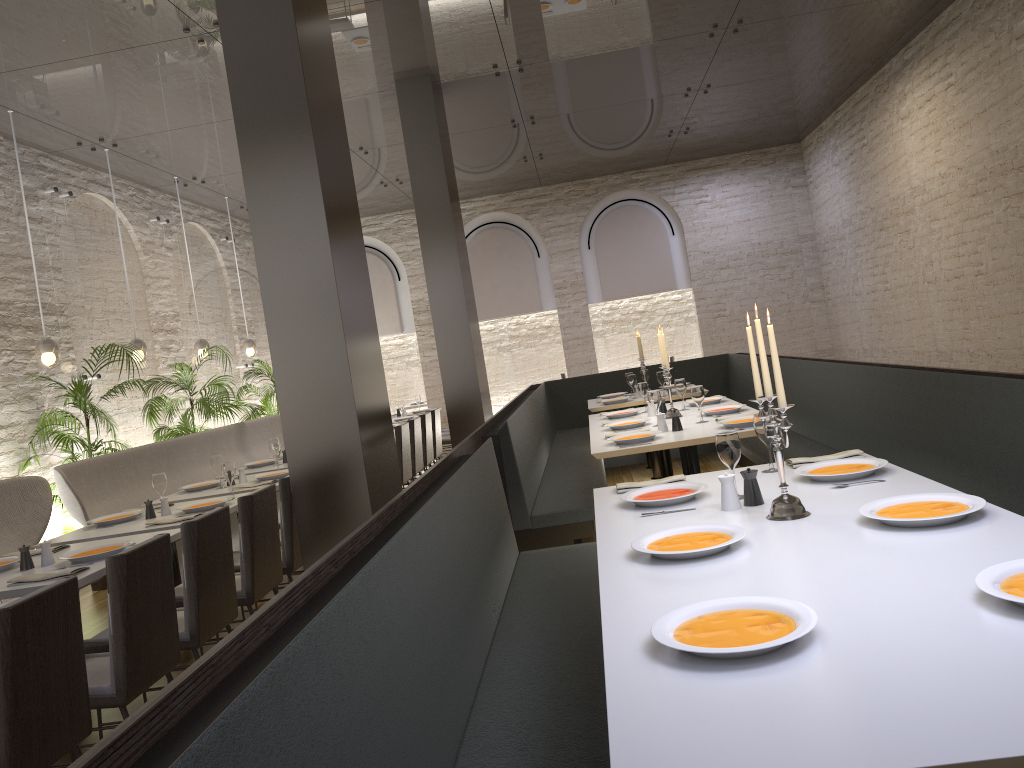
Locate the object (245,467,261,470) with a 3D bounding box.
[{"bbox_3d":[-2.140,0.696,7.311,0.185,0.010,0.017,-9,1,5],"label":"object"}]

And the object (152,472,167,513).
[{"bbox_3d":[-2.104,0.652,5.316,0.086,0.231,0.086,-9,0,-43],"label":"object"}]

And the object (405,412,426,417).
[{"bbox_3d":[-1.256,0.397,11.608,0.272,0.033,0.143,-9,2,5],"label":"object"}]

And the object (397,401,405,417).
[{"bbox_3d":[-1.381,0.328,11.108,0.086,0.231,0.086,-9,0,35],"label":"object"}]

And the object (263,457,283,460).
[{"bbox_3d":[-2.076,0.664,7.833,0.272,0.033,0.143,-9,2,5],"label":"object"}]

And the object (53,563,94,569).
[{"bbox_3d":[-1.892,0.781,3.820,0.181,0.015,0.038,-9,2,6],"label":"object"}]

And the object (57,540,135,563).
[{"bbox_3d":[-1.874,0.764,4.002,0.322,0.036,0.321,-10,2,-17],"label":"object"}]

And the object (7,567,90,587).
[{"bbox_3d":[-1.903,0.789,3.644,0.272,0.033,0.143,-9,2,5],"label":"object"}]

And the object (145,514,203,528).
[{"bbox_3d":[-1.811,0.733,4.773,0.272,0.033,0.143,-9,2,5],"label":"object"}]

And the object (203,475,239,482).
[{"bbox_3d":[-2.170,0.720,6.676,0.272,0.033,0.143,-9,2,5],"label":"object"}]

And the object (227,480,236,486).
[{"bbox_3d":[-1.988,0.660,6.249,0.059,0.109,0.059,-9,0,-4],"label":"object"}]

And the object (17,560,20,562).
[{"bbox_3d":[-2.391,0.845,4.224,0.181,0.015,0.038,-9,2,6],"label":"object"}]

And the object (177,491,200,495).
[{"bbox_3d":[-2.234,0.753,6.154,0.185,0.010,0.017,-9,1,5],"label":"object"}]

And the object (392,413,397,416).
[{"bbox_3d":[-1.709,0.442,12.352,0.272,0.033,0.143,-9,2,5],"label":"object"}]

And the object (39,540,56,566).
[{"bbox_3d":[-2.101,0.760,4.000,0.059,0.109,0.059,-9,0,-4],"label":"object"}]

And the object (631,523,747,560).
[{"bbox_3d":[0.494,0.446,2.474,0.322,0.036,0.321,-10,2,-19],"label":"object"}]

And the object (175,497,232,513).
[{"bbox_3d":[-1.782,0.708,5.131,0.321,0.036,0.322,-7,3,40],"label":"object"}]

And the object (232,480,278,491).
[{"bbox_3d":[-1.717,0.676,5.932,0.272,0.033,0.143,-9,2,5],"label":"object"}]

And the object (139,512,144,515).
[{"bbox_3d":[-2.299,0.790,5.353,0.181,0.015,0.038,-9,2,6],"label":"object"}]

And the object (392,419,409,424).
[{"bbox_3d":[-1.348,0.453,10.472,0.272,0.033,0.143,-9,2,5],"label":"object"}]

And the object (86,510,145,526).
[{"bbox_3d":[-2.311,0.790,5.177,0.321,0.036,0.322,-7,3,40],"label":"object"}]

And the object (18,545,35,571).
[{"bbox_3d":[-2.174,0.773,3.960,0.059,0.109,0.059,-9,0,-4],"label":"object"}]

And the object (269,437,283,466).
[{"bbox_3d":[-1.944,0.555,7.284,0.086,0.231,0.086,-9,0,-43],"label":"object"}]

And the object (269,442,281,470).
[{"bbox_3d":[-1.748,0.550,6.583,0.086,0.231,0.086,-9,0,11],"label":"object"}]

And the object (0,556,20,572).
[{"bbox_3d":[-2.403,0.845,4.047,0.322,0.036,0.321,-10,2,-17],"label":"object"}]

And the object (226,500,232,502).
[{"bbox_3d":[-1.770,0.711,5.308,0.185,0.010,0.017,-9,1,5],"label":"object"}]

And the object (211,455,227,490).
[{"bbox_3d":[-2.036,0.611,6.152,0.087,0.231,0.086,-9,0,-37],"label":"object"}]

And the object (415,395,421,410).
[{"bbox_3d":[-1.289,0.272,12.232,0.086,0.231,0.086,-9,0,35],"label":"object"}]

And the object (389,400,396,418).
[{"bbox_3d":[-1.577,0.333,11.800,0.086,0.231,0.086,-9,0,35],"label":"object"}]

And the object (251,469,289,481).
[{"bbox_3d":[-1.688,0.651,6.291,0.322,0.036,0.321,-9,2,-13],"label":"object"}]

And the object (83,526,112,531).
[{"bbox_3d":[-2.329,0.810,4.994,0.185,0.010,0.017,-9,1,5],"label":"object"}]

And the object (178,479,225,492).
[{"bbox_3d":[-2.217,0.733,6.337,0.322,0.036,0.321,-9,2,-13],"label":"object"}]

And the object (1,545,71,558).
[{"bbox_3d":[-2.356,0.833,4.387,0.272,0.033,0.143,-9,2,5],"label":"object"}]

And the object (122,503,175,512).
[{"bbox_3d":[-2.265,0.777,5.516,0.272,0.033,0.143,-9,2,5],"label":"object"}]

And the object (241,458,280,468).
[{"bbox_3d":[-2.123,0.676,7.494,0.322,0.036,0.321,-10,2,-17],"label":"object"}]

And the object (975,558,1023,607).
[{"bbox_3d":[1.059,0.386,1.680,0.322,0.036,0.321,-10,2,-19],"label":"object"}]

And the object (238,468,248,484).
[{"bbox_3d":[-1.915,0.647,6.289,0.059,0.109,0.059,-9,0,-4],"label":"object"}]

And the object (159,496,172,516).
[{"bbox_3d":[-2.009,0.704,5.129,0.059,0.109,0.059,-9,0,13],"label":"object"}]

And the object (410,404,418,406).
[{"bbox_3d":[-1.607,0.344,14.697,0.185,0.010,0.017,-9,1,5],"label":"object"}]

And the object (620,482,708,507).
[{"bbox_3d":[0.556,0.409,3.231,0.321,0.036,0.322,-8,2,25],"label":"object"}]

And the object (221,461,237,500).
[{"bbox_3d":[-1.713,0.588,5.388,0.086,0.231,0.086,-9,0,-43],"label":"object"}]

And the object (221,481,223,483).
[{"bbox_3d":[-2.205,0.733,6.513,0.181,0.015,0.038,-9,2,6],"label":"object"}]

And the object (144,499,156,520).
[{"bbox_3d":[-2.082,0.717,5.089,0.059,0.109,0.059,-9,0,13],"label":"object"}]

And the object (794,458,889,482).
[{"bbox_3d":[1.180,0.313,3.178,0.321,0.036,0.322,-8,2,25],"label":"object"}]

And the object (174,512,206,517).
[{"bbox_3d":[-1.800,0.726,4.949,0.181,0.015,0.038,-9,2,6],"label":"object"}]

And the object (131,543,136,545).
[{"bbox_3d":[-1.862,0.766,4.179,0.185,0.010,0.017,-9,1,5],"label":"object"}]

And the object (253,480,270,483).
[{"bbox_3d":[-1.706,0.669,6.109,0.181,0.015,0.038,-9,2,6],"label":"object"}]

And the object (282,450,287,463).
[{"bbox_3d":[-1.894,0.603,7.407,0.059,0.109,0.059,-9,0,-4],"label":"object"}]

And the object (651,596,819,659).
[{"bbox_3d":[0.434,0.483,1.733,0.322,0.036,0.321,-10,2,-19],"label":"object"}]

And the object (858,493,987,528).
[{"bbox_3d":[1.119,0.350,2.420,0.322,0.036,0.321,-10,2,-19],"label":"object"}]
